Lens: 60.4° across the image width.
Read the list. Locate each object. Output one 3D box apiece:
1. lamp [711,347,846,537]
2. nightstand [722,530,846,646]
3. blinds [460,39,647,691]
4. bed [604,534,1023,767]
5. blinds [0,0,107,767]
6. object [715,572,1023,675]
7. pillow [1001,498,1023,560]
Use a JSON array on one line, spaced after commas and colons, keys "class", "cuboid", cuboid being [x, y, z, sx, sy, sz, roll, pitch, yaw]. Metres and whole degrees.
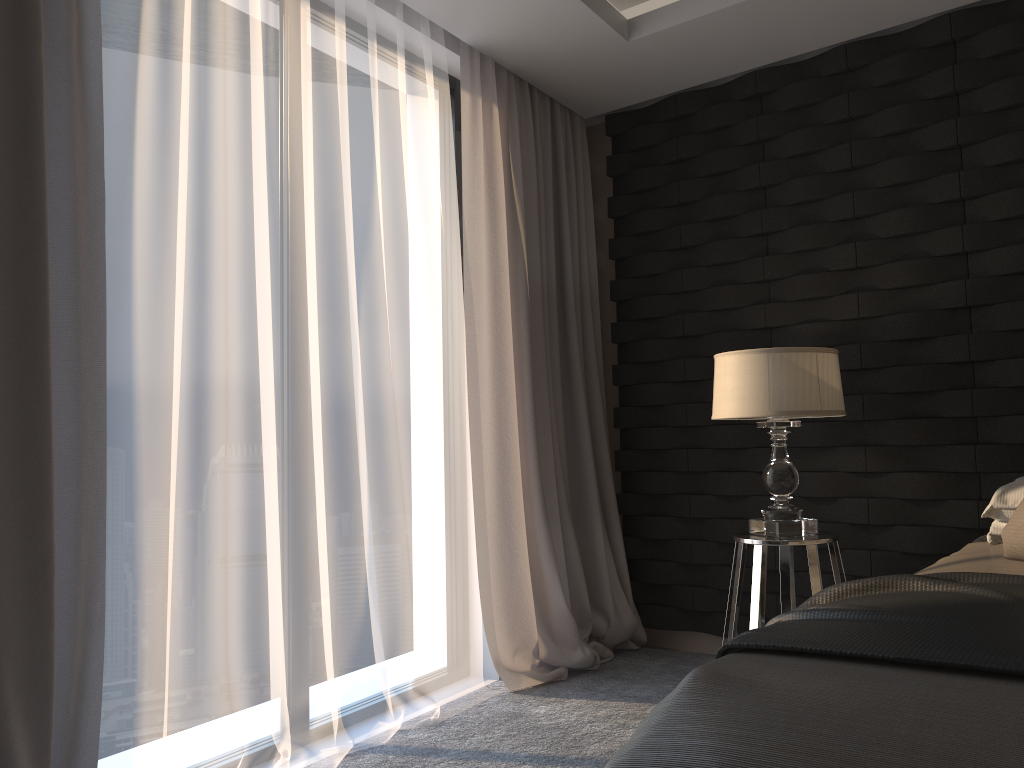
[{"class": "lamp", "cuboid": [0.936, 0.207, 3.085, 0.482, 0.631, 0.450, 0, -4, -18]}, {"class": "nightstand", "cuboid": [0.957, 0.823, 3.031, 0.580, 0.604, 0.521, 2, -5, -38]}, {"class": "blinds", "cuboid": [0.201, -0.134, 3.720, 0.324, 2.642, 1.049, -4, -5, 32]}, {"class": "bed", "cuboid": [1.536, 0.709, 1.638, 2.167, 0.624, 2.418, -5, -5, 40]}, {"class": "blinds", "cuboid": [-1.149, -0.230, 1.527, 0.341, 2.643, 1.102, -4, -5, 33]}, {"class": "object", "cuboid": [1.220, 0.517, 1.288, 1.942, 0.322, 0.652, -4, -5, 39]}, {"class": "pillow", "cuboid": [1.764, 0.168, 2.014, 1.189, 0.519, 0.949, -5, -5, 41]}]
